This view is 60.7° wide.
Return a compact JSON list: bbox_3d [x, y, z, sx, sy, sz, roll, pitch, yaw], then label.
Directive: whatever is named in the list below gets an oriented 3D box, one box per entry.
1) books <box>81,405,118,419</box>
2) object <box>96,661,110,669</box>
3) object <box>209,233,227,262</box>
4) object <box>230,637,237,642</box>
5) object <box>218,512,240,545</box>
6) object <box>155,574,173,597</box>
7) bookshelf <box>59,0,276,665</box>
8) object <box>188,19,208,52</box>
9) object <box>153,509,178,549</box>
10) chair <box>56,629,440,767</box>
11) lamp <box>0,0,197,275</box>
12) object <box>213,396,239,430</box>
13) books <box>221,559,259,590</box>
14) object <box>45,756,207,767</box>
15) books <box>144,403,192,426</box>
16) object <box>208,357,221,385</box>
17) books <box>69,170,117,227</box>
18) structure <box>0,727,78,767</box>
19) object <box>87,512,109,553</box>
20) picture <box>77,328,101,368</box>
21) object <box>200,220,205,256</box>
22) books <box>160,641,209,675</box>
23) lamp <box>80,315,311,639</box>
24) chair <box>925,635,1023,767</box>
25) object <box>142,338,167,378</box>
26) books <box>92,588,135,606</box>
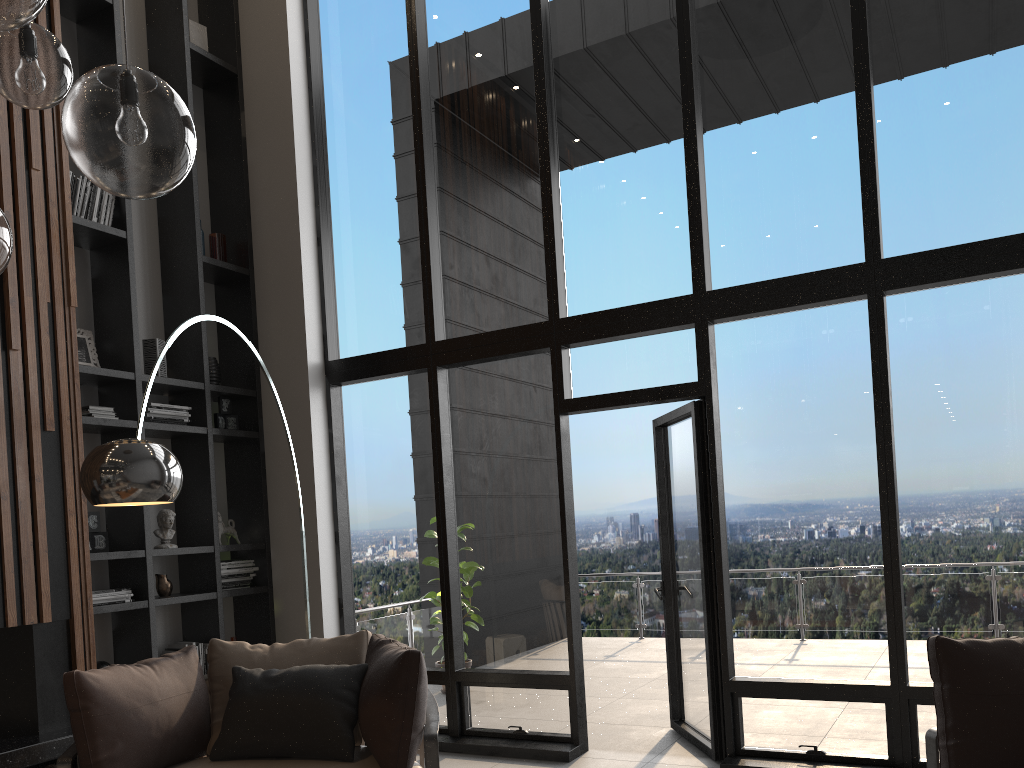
[{"bbox_3d":[-2.403,0.177,4.951,0.329,0.071,0.176,-8,-9,28],"label":"books"},{"bbox_3d":[-2.321,1.631,4.933,0.135,0.132,0.135,-4,-5,8],"label":"object"},{"bbox_3d":[-1.967,-0.880,5.857,0.102,0.229,0.102,-4,-2,13],"label":"object"},{"bbox_3d":[-1.832,1.795,5.740,0.081,0.265,0.082,-3,-1,-40],"label":"object"},{"bbox_3d":[-1.933,0.933,5.806,0.131,0.279,0.253,-4,-4,20],"label":"object"},{"bbox_3d":[-2.135,1.232,5.371,0.100,0.142,0.103,-2,-4,-24],"label":"object"},{"bbox_3d":[-2.238,-0.761,5.361,0.340,5.293,1.455,-3,-1,28],"label":"bookshelf"},{"bbox_3d":[-2.098,-2.248,5.805,0.084,0.259,0.134,-4,-2,38],"label":"object"},{"bbox_3d":[-2.129,0.890,5.364,0.138,0.243,0.137,-3,-2,-21],"label":"object"},{"bbox_3d":[-1.014,1.535,3.565,1.442,0.894,1.499,1,-8,-35],"label":"chair"},{"bbox_3d":[-1.253,-2.421,1.597,1.236,4.977,1.228,-4,-1,25],"label":"lamp"},{"bbox_3d":[-1.896,0.203,5.780,0.059,0.232,0.188,-4,-3,31],"label":"object"},{"bbox_3d":[-1.888,1.260,5.780,0.219,0.189,0.375,-6,-8,28],"label":"books"},{"bbox_3d":[-2.417,1.978,4.025,0.438,0.387,4.056,-6,-9,29],"label":"object"},{"bbox_3d":[-2.162,0.203,5.373,0.220,0.127,0.324,-7,-9,28],"label":"books"},{"bbox_3d":[-1.996,-0.063,5.784,0.141,0.217,0.141,-4,-3,19],"label":"object"},{"bbox_3d":[-2.446,-1.028,4.958,0.186,0.297,0.368,-5,-6,28],"label":"books"},{"bbox_3d":[-3.144,1.800,3.065,0.671,0.455,6.562,-7,-10,28],"label":"structure"},{"bbox_3d":[-2.374,0.839,4.942,0.059,0.234,0.189,-4,-3,26],"label":"object"},{"bbox_3d":[-2.470,-0.190,4.977,0.115,0.270,0.216,-4,-4,29],"label":"picture"},{"bbox_3d":[-2.046,-0.927,5.706,0.078,0.292,0.078,-3,-1,-25],"label":"object"},{"bbox_3d":[-2.044,1.748,5.424,0.175,0.285,0.334,-5,-5,28],"label":"books"},{"bbox_3d":[-1.180,0.869,3.809,0.320,2.321,2.048,-3,-4,5],"label":"lamp"},{"bbox_3d":[1.771,1.171,2.349,1.482,0.894,1.459,3,-9,-44],"label":"chair"},{"bbox_3d":[-2.191,-0.139,5.370,0.105,0.258,0.104,-4,-1,8],"label":"object"},{"bbox_3d":[-2.328,1.203,4.926,0.220,0.077,0.324,-8,-10,28],"label":"books"}]
